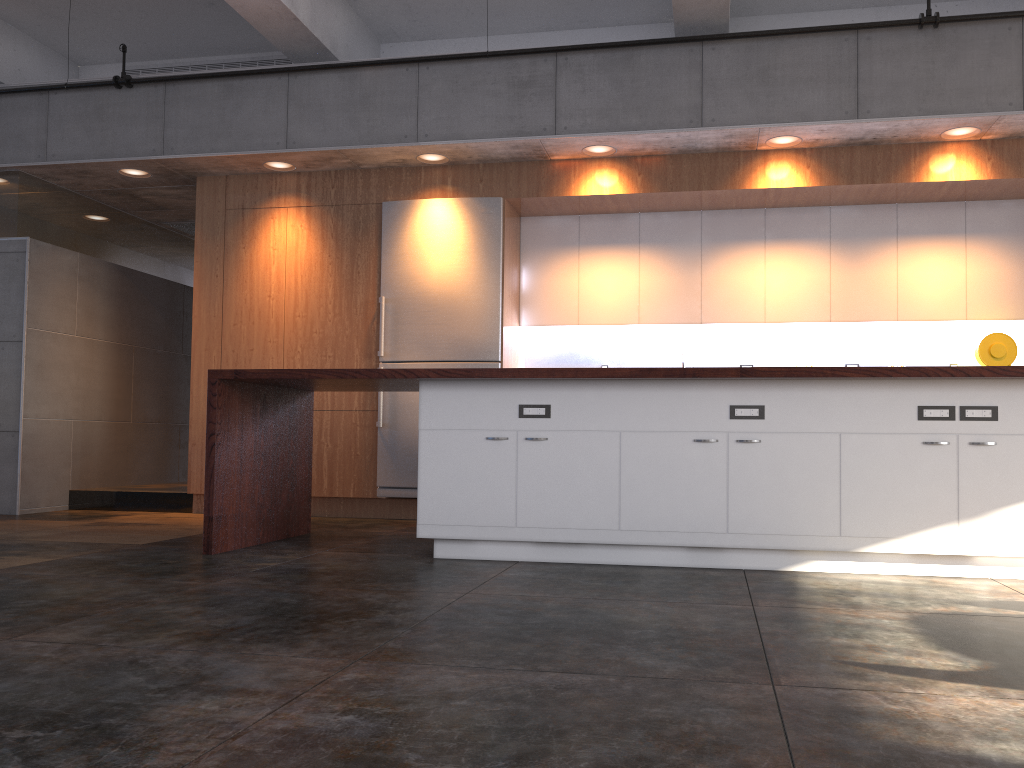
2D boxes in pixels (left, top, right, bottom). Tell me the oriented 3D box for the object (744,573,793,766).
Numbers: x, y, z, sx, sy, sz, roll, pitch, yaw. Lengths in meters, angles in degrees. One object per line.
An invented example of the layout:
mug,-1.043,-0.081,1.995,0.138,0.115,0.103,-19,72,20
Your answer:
object,-0.974,1.135,6.016,26.989,0.001,19.922,0,-4,11

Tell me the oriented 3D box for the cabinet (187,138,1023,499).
cabinet,1.645,-0.332,7.536,8.043,2.560,2.400,0,-3,11

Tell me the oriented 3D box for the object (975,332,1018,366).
object,3.478,-0.176,6.349,0.272,0.381,0.100,0,-3,11

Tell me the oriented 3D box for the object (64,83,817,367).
object,2.271,-0.109,6.637,0.053,0.051,0.063,0,-3,4

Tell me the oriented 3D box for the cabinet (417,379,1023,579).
cabinet,2.372,0.471,4.442,5.604,0.929,0.930,0,-3,11

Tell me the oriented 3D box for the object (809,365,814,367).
object,2.234,-0.108,6.598,0.051,0.060,0.058,-1,-4,35

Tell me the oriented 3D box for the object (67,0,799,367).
object,2.155,-0.108,6.704,0.060,0.059,0.049,4,-4,-44

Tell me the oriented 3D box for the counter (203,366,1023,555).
counter,1.778,0.443,4.564,6.604,0.970,1.152,0,-3,11

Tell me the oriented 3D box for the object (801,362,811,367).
object,-3.599,0.560,9.318,12.997,1.213,0.964,-1,-3,21

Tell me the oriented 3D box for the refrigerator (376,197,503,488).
refrigerator,-0.542,-0.308,6.769,0.950,2.189,0.221,0,-3,8

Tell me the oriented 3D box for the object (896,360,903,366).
object,2.919,-0.078,6.718,0.143,0.209,0.060,0,-3,11

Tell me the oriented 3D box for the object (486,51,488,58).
object,2.268,-0.063,6.655,0.061,0.053,0.052,0,-3,18
